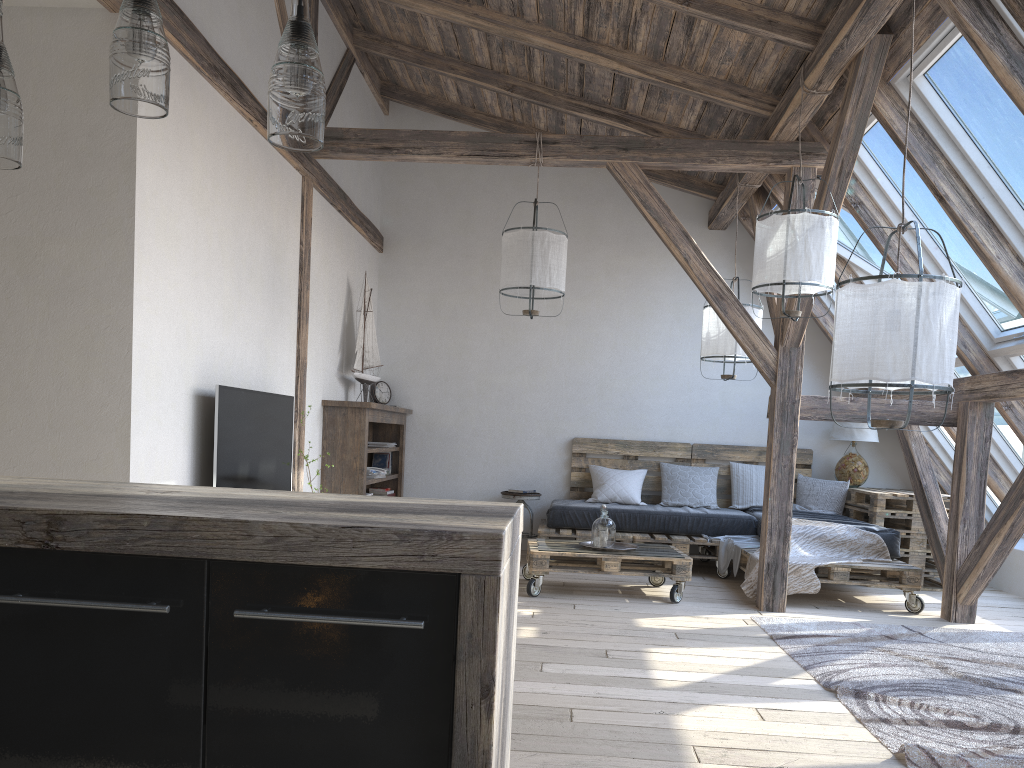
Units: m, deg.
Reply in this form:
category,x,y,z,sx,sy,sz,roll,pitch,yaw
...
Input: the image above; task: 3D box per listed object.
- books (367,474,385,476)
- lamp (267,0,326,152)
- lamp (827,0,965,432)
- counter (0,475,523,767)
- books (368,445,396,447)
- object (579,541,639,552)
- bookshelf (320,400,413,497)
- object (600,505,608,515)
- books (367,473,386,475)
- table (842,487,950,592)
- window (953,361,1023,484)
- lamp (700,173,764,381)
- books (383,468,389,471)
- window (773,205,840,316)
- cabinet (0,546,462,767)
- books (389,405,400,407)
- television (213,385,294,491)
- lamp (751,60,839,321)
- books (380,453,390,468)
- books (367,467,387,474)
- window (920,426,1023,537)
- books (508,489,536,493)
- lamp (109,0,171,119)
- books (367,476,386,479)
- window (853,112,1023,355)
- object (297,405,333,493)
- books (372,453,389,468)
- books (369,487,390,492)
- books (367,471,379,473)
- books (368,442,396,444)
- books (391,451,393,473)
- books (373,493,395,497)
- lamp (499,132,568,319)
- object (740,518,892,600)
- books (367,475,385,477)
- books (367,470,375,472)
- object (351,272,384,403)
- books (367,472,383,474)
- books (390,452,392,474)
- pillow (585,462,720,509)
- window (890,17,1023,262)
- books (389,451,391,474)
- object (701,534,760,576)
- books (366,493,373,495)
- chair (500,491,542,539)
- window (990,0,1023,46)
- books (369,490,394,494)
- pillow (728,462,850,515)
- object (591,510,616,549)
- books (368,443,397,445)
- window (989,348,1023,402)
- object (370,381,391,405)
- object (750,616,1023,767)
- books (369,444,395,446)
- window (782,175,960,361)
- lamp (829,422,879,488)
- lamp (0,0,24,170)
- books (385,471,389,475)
category,x,y,z,sx,sy,sz,roll,pitch,yaw
books,-1.109,0.698,6.800,0.204,0.009,0.258,3,-3,5
lamp,-0.377,-1.102,1.700,0.108,1.295,0.223,3,4,6
lamp,1.355,-0.787,3.016,0.397,1.905,0.407,6,5,44
counter,0.238,0.626,0.757,3.810,0.856,2.240,3,-2,3
books,-1.091,0.519,7.378,0.204,0.009,0.258,3,-3,-2
object,0.630,1.056,5.720,0.394,0.022,0.395,1,-4,23
bookshelf,-1.113,0.755,6.880,0.348,1.178,1.622,3,-1,4
object,0.599,0.932,5.802,0.071,0.269,0.153,3,2,4
books,-1.124,0.687,6.767,0.204,0.009,0.258,2,-4,20
table,3.018,1.200,6.968,0.674,0.704,1.015,3,-1,3
window,3.374,0.436,5.718,1.096,1.283,0.852,3,2,3
lamp,1.551,-0.787,6.116,0.397,1.525,0.407,6,5,44
books,-1.116,0.706,7.266,0.149,0.021,0.204,2,-3,8
window,2.494,-0.746,6.611,1.096,1.283,0.852,3,2,3
cabinet,0.072,-0.218,0.644,4.212,2.522,2.086,3,1,3
books,-1.093,0.197,7.565,0.236,0.025,0.178,3,-3,3
television,-1.318,0.390,4.524,0.207,0.707,1.102,3,-1,4
lamp,1.460,-0.990,4.485,0.408,1.311,0.397,2,3,-20
books,-1.107,0.672,7.452,0.139,0.177,0.059,3,3,2
books,-1.099,0.655,6.818,0.221,0.088,0.260,4,-3,-17
window,3.429,0.493,6.634,1.096,1.283,0.852,3,2,3
books,0.084,0.901,7.413,0.149,0.021,0.205,1,-4,32
lamp,-0.666,-1.141,1.707,0.108,1.244,0.238,4,4,16
books,-1.112,0.714,6.778,0.204,0.009,0.258,2,-3,12
window,2.384,-0.859,4.778,1.096,1.283,0.852,3,2,3
object,-1.239,0.696,5.519,0.275,1.126,0.512,2,3,-10
books,-1.112,0.672,7.419,0.131,0.173,0.081,3,2,4
books,-1.124,0.894,7.474,0.143,0.019,0.201,3,-3,3
books,-1.130,0.670,6.769,0.204,0.009,0.258,2,-3,10
books,-1.094,0.492,7.368,0.204,0.009,0.258,3,-3,0
books,-1.094,0.667,7.569,0.136,0.202,0.021,3,4,3
books,-1.100,0.940,7.467,0.161,0.026,0.203,2,-3,11
lamp,0.141,-0.962,5.441,0.405,1.089,0.400,6,4,45
object,1.972,1.157,5.727,0.808,0.475,1.011,2,-2,33
books,-1.112,0.706,6.786,0.204,0.009,0.258,2,-3,8
books,-1.134,0.661,6.764,0.204,0.009,0.258,2,-3,15
object,-1.091,-0.338,6.714,0.140,0.997,0.788,3,1,9
books,-1.117,0.679,6.778,0.204,0.009,0.258,2,-3,10
books,-1.104,0.672,7.550,0.139,0.186,0.020,3,4,3
pillow,1.182,0.830,7.336,1.129,0.357,0.350,3,0,3
window,2.328,-0.916,3.862,1.096,1.283,0.852,3,2,3
books,-1.104,0.664,7.530,0.135,0.202,0.021,3,4,3
object,1.745,1.275,6.512,0.505,0.278,0.707,3,-2,-12
books,-1.170,0.870,6.521,0.206,0.152,0.548,3,-3,3
chair,0.065,1.173,7.452,0.353,0.523,0.352,3,2,7
window,2.273,-0.973,2.945,1.096,1.283,0.852,3,2,3
books,-1.105,0.915,7.458,0.157,0.021,0.219,2,-3,7
pillow,2.281,0.868,7.305,0.965,0.401,0.386,2,0,20
object,0.589,0.933,5.638,0.156,0.248,0.155,2,2,-28
books,-1.100,0.500,7.357,0.204,0.009,0.258,2,-3,10
window,3.319,0.380,4.801,1.096,1.283,0.852,3,2,3
object,-1.126,0.079,7.558,0.082,0.210,0.205,5,2,40
object,2.378,1.287,3.500,2.186,0.057,3.186,3,-3,4
books,-1.090,0.511,7.392,0.205,0.009,0.257,3,-3,-5
window,2.484,-0.801,5.692,1.349,1.283,0.852,3,2,3
lamp,2.746,0.922,7.473,0.390,1.291,0.818,2,2,-11
lamp,-0.980,-1.103,1.735,0.109,1.349,0.224,3,4,6
books,-1.121,0.733,7.276,0.161,0.030,0.219,2,-3,7
